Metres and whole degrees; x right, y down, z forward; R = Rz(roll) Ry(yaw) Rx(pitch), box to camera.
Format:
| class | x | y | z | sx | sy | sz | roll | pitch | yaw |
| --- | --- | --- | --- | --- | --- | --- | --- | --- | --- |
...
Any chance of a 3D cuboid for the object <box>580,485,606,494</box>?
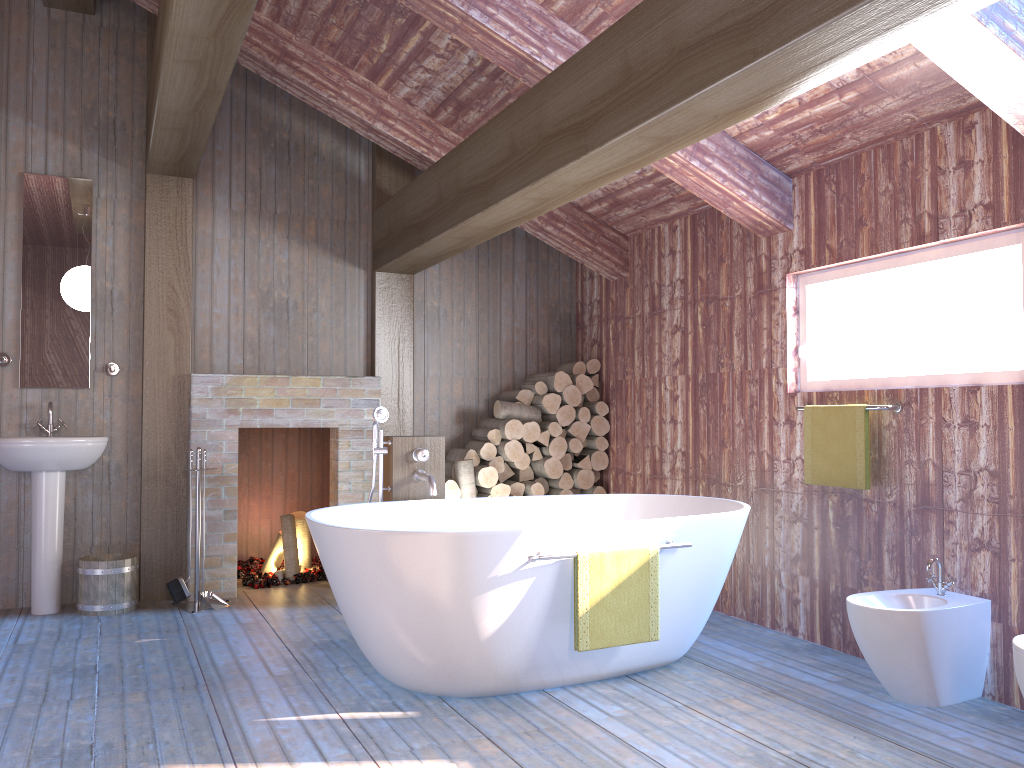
| class | x | y | z | sx | sy | sz | roll | pitch | yaw |
| --- | --- | --- | --- | --- | --- | --- | --- | --- | --- |
| object | 0.479 | 0.751 | 6.065 | 0.139 | 0.137 | 0.455 | 1 | -2 | -26 |

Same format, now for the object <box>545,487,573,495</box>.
| class | x | y | z | sx | sy | sz | roll | pitch | yaw |
| --- | --- | --- | --- | --- | --- | --- | --- | --- | --- |
| object | 0.292 | 0.748 | 5.925 | 0.116 | 0.117 | 0.289 | 1 | -2 | -27 |

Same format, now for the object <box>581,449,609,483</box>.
| class | x | y | z | sx | sy | sz | roll | pitch | yaw |
| --- | --- | --- | --- | --- | --- | --- | --- | --- | --- |
| object | 0.493 | 0.565 | 6.066 | 0.137 | 0.256 | 0.439 | 1 | -2 | -24 |

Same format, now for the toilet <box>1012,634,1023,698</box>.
| class | x | y | z | sx | sy | sz | roll | pitch | yaw |
| --- | --- | --- | --- | --- | --- | --- | --- | --- | --- |
| toilet | 1.703 | 0.948 | 2.537 | 0.534 | 0.400 | 0.375 | 1 | -2 | -23 |

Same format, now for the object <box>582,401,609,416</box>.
| class | x | y | z | sx | sy | sz | roll | pitch | yaw |
| --- | --- | --- | --- | --- | --- | --- | --- | --- | --- |
| object | 0.511 | 0.167 | 6.078 | 0.102 | 0.109 | 0.438 | 1 | -2 | -24 |

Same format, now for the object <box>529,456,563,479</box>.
| class | x | y | z | sx | sy | sz | roll | pitch | yaw |
| --- | --- | --- | --- | --- | --- | --- | --- | --- | --- |
| object | 0.173 | 0.548 | 5.910 | 0.141 | 0.143 | 0.437 | 1 | -2 | -26 |

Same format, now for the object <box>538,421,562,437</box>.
| class | x | y | z | sx | sy | sz | roll | pitch | yaw |
| --- | --- | --- | --- | --- | --- | --- | --- | --- | --- |
| object | 0.193 | 0.296 | 5.925 | 0.102 | 0.109 | 0.438 | 1 | -2 | -24 |

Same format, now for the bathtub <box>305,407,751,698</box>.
| class | x | y | z | sx | sy | sz | roll | pitch | yaw |
| --- | --- | --- | --- | --- | --- | --- | --- | --- | --- |
| bathtub | 0.112 | 0.645 | 3.801 | 1.935 | 1.109 | 1.460 | 0 | -2 | -2 |

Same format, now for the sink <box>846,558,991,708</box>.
| class | x | y | z | sx | sy | sz | roll | pitch | yaw |
| --- | --- | --- | --- | --- | --- | --- | --- | --- | --- |
| sink | 1.491 | 0.917 | 3.303 | 0.515 | 0.517 | 0.335 | 1 | -2 | -23 |

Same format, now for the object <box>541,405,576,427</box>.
| class | x | y | z | sx | sy | sz | roll | pitch | yaw |
| --- | --- | --- | --- | --- | --- | --- | --- | --- | --- |
| object | 0.263 | 0.219 | 5.965 | 0.143 | 0.151 | 0.440 | 1 | -2 | -24 |

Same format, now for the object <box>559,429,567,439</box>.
| class | x | y | z | sx | sy | sz | roll | pitch | yaw |
| --- | --- | --- | --- | --- | --- | --- | --- | --- | --- |
| object | 0.268 | 0.344 | 5.938 | 0.095 | 0.090 | 0.278 | 1 | -2 | -23 |

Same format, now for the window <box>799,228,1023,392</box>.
| class | x | y | z | sx | sy | sz | roll | pitch | yaw |
| --- | --- | --- | --- | --- | --- | --- | --- | --- | --- |
| window | 1.676 | -0.268 | 3.794 | 0.054 | 0.587 | 1.255 | 1 | -2 | -23 |

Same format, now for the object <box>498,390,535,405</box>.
| class | x | y | z | sx | sy | sz | roll | pitch | yaw |
| --- | --- | --- | --- | --- | --- | --- | --- | --- | --- |
| object | 0.026 | 0.102 | 5.967 | 0.140 | 0.121 | 0.319 | 1 | -2 | -23 |

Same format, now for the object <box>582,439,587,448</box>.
| class | x | y | z | sx | sy | sz | roll | pitch | yaw |
| --- | --- | --- | --- | --- | --- | --- | --- | --- | --- |
| object | 0.432 | 0.399 | 6.083 | 0.088 | 0.092 | 0.280 | 1 | -2 | -23 |

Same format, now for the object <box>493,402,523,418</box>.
| class | x | y | z | sx | sy | sz | roll | pitch | yaw |
| --- | --- | --- | --- | --- | --- | --- | --- | --- | --- |
| object | -0.022 | 0.186 | 5.941 | 0.113 | 0.130 | 0.291 | 1 | -2 | -23 |

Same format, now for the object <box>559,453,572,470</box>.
| class | x | y | z | sx | sy | sz | roll | pitch | yaw |
| --- | --- | --- | --- | --- | --- | --- | --- | --- | --- |
| object | 0.284 | 0.513 | 5.947 | 0.111 | 0.118 | 0.302 | 1 | -2 | -25 |

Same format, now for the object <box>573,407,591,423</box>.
| class | x | y | z | sx | sy | sz | roll | pitch | yaw |
| --- | --- | --- | --- | --- | --- | --- | --- | --- | --- |
| object | 0.391 | 0.208 | 6.021 | 0.089 | 0.106 | 0.437 | 1 | -2 | -23 |

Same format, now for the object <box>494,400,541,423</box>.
| class | x | y | z | sx | sy | sz | roll | pitch | yaw |
| --- | --- | --- | --- | --- | --- | --- | --- | --- | --- |
| object | 0.035 | 0.184 | 5.750 | 0.302 | 0.157 | 0.121 | 1 | -2 | -23 |

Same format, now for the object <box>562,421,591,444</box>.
| class | x | y | z | sx | sy | sz | roll | pitch | yaw |
| --- | --- | --- | --- | --- | --- | --- | --- | --- | --- |
| object | 0.349 | 0.326 | 6.031 | 0.172 | 0.151 | 0.482 | 1 | -2 | -23 |

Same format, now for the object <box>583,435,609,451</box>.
| class | x | y | z | sx | sy | sz | roll | pitch | yaw |
| --- | --- | --- | --- | --- | --- | --- | --- | --- | --- |
| object | 0.507 | 0.398 | 6.068 | 0.102 | 0.109 | 0.438 | 1 | -2 | -24 |

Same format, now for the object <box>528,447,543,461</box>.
| class | x | y | z | sx | sy | sz | roll | pitch | yaw |
| --- | --- | --- | --- | --- | --- | --- | --- | --- | --- |
| object | 0.113 | 0.456 | 5.891 | 0.085 | 0.096 | 0.280 | 1 | -2 | -23 |

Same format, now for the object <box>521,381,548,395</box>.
| class | x | y | z | sx | sy | sz | roll | pitch | yaw |
| --- | --- | --- | --- | --- | --- | --- | --- | --- | --- |
| object | 0.148 | 0.030 | 5.908 | 0.094 | 0.097 | 0.227 | 1 | -2 | -23 |

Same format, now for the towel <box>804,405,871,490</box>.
| class | x | y | z | sx | sy | sz | roll | pitch | yaw |
| --- | --- | --- | --- | --- | --- | --- | --- | --- | --- |
| towel | 1.427 | 0.274 | 3.911 | 0.032 | 0.361 | 0.370 | 1 | -2 | -24 |

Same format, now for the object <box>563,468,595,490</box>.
| class | x | y | z | sx | sy | sz | roll | pitch | yaw |
| --- | --- | --- | --- | --- | --- | --- | --- | --- | --- |
| object | 0.390 | 0.634 | 6.014 | 0.137 | 0.133 | 0.437 | 1 | -2 | -26 |

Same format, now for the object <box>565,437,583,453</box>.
| class | x | y | z | sx | sy | sz | roll | pitch | yaw |
| --- | --- | --- | --- | --- | --- | --- | --- | --- | --- |
| object | 0.330 | 0.405 | 5.985 | 0.102 | 0.109 | 0.438 | 1 | -2 | -24 |

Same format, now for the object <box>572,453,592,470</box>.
| class | x | y | z | sx | sy | sz | roll | pitch | yaw |
| --- | --- | --- | --- | --- | --- | --- | --- | --- | --- |
| object | 0.393 | 0.516 | 6.012 | 0.115 | 0.112 | 0.423 | 1 | -2 | -24 |

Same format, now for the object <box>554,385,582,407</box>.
| class | x | y | z | sx | sy | sz | roll | pitch | yaw |
| --- | --- | --- | --- | --- | --- | --- | --- | --- | --- |
| object | 0.299 | 0.084 | 5.987 | 0.141 | 0.143 | 0.437 | 1 | -2 | -26 |

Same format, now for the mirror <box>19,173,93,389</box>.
| class | x | y | z | sx | sy | sz | roll | pitch | yaw |
| --- | --- | --- | --- | --- | --- | --- | --- | --- | --- |
| mirror | -2.559 | -0.574 | 4.986 | 0.350 | 1.199 | 0.009 | 1 | -2 | -24 |

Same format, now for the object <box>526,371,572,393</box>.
| class | x | y | z | sx | sy | sz | roll | pitch | yaw |
| --- | --- | --- | --- | --- | --- | --- | --- | --- | --- |
| object | 0.244 | -0.008 | 5.985 | 0.135 | 0.139 | 0.456 | 1 | -2 | -23 |

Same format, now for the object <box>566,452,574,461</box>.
| class | x | y | z | sx | sy | sz | roll | pitch | yaw |
| --- | --- | --- | --- | --- | --- | --- | --- | --- | --- |
| object | 0.346 | 0.488 | 5.977 | 0.065 | 0.069 | 0.177 | 1 | -2 | -25 |

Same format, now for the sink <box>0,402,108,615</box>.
| class | x | y | z | sx | sy | sz | roll | pitch | yaw |
| --- | --- | --- | --- | --- | --- | --- | --- | --- | --- |
| sink | -2.485 | 0.663 | 4.744 | 0.582 | 1.143 | 0.475 | 1 | -2 | -25 |

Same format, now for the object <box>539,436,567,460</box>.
| class | x | y | z | sx | sy | sz | roll | pitch | yaw |
| --- | --- | --- | --- | --- | --- | --- | --- | --- | --- |
| object | 0.212 | 0.425 | 5.933 | 0.136 | 0.157 | 0.439 | 1 | -2 | -23 |

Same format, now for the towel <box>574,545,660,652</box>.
| class | x | y | z | sx | sy | sz | roll | pitch | yaw |
| --- | --- | --- | --- | --- | --- | --- | --- | --- | --- |
| towel | 0.393 | 0.790 | 3.295 | 0.370 | 0.361 | 0.032 | 1 | -2 | -28 |

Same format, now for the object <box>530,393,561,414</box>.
| class | x | y | z | sx | sy | sz | roll | pitch | yaw |
| --- | --- | --- | --- | --- | --- | --- | --- | --- | --- |
| object | 0.166 | 0.129 | 5.944 | 0.139 | 0.148 | 0.458 | 1 | -2 | -24 |

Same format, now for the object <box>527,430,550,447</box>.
| class | x | y | z | sx | sy | sz | roll | pitch | yaw |
| --- | --- | --- | --- | --- | --- | --- | --- | --- | --- |
| object | 0.111 | 0.365 | 5.886 | 0.109 | 0.124 | 0.424 | 1 | -2 | -25 |

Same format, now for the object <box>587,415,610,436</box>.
| class | x | y | z | sx | sy | sz | roll | pitch | yaw |
| --- | --- | --- | --- | --- | --- | --- | --- | --- | --- |
| object | 0.497 | 0.280 | 6.072 | 0.147 | 0.152 | 0.439 | 1 | -2 | -24 |

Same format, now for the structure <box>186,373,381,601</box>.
| class | x | y | z | sx | sy | sz | roll | pitch | yaw |
| --- | --- | --- | --- | --- | --- | --- | --- | --- | --- |
| structure | -1.377 | 0.610 | 5.400 | 1.130 | 1.330 | 0.226 | 1 | -2 | -24 |

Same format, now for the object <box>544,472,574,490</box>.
| class | x | y | z | sx | sy | sz | roll | pitch | yaw |
| --- | --- | --- | --- | --- | --- | --- | --- | --- | --- |
| object | 0.288 | 0.640 | 5.932 | 0.114 | 0.113 | 0.301 | 1 | -2 | -27 |

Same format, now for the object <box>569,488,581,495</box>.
| class | x | y | z | sx | sy | sz | roll | pitch | yaw |
| --- | --- | --- | --- | --- | --- | --- | --- | --- | --- |
| object | 0.341 | 0.753 | 6.089 | 0.118 | 0.106 | 0.319 | 1 | -2 | -27 |
